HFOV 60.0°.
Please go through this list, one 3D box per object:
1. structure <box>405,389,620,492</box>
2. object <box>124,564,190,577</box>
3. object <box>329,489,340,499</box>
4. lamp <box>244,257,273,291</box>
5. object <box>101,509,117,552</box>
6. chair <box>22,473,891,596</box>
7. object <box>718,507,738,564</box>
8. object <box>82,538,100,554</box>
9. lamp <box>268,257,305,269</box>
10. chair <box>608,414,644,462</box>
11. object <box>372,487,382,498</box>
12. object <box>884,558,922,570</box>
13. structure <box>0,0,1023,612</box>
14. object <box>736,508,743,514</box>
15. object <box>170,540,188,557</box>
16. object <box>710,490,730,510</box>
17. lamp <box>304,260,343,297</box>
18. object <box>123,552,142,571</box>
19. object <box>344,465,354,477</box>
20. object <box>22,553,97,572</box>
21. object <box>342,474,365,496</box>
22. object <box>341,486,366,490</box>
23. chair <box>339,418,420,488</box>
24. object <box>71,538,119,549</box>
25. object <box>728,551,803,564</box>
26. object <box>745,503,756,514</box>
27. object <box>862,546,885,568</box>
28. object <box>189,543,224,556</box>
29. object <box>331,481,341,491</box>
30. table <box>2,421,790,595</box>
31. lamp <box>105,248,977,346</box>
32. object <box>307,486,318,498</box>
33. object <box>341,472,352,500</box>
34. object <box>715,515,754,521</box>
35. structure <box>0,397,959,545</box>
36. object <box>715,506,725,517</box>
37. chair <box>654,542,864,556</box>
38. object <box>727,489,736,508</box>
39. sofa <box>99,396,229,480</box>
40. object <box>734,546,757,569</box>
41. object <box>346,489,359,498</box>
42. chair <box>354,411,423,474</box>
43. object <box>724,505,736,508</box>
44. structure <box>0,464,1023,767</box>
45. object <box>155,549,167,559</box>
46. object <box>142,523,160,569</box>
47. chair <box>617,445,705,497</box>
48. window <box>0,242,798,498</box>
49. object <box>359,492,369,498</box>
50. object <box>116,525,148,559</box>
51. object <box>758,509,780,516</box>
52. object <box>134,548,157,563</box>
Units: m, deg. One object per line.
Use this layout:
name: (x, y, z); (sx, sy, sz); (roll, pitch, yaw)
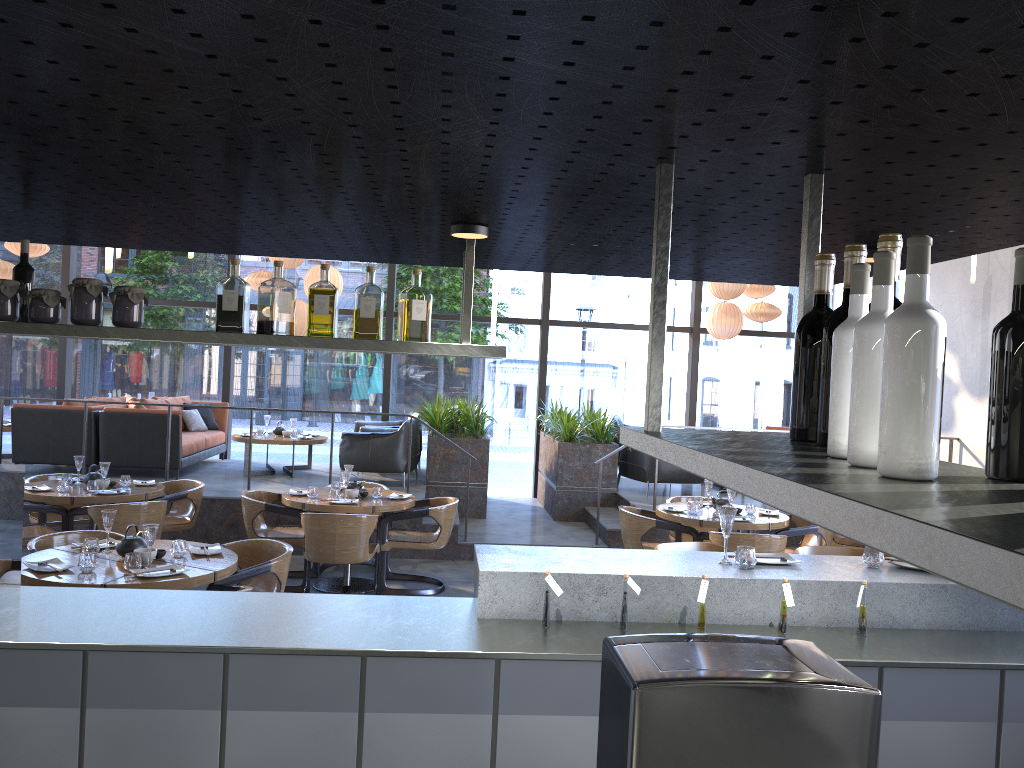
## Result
structure: (-3.984, 0.778, 5.998); (4.306, 1.608, 15.715); (3, 1, 34)
object: (-1.784, 0.941, 4.426); (0.170, 0.025, 0.294); (3, 1, 43)
object: (-1.426, 0.891, 7.128); (0.086, 0.086, 0.086); (3, 1, 20)
lamp: (-2.852, -2.200, 10.377); (0.467, 2.271, 0.467); (2, 1, -42)
object: (-2.231, 0.812, 4.898); (0.082, 0.227, 0.082); (3, 1, -11)
chair: (-0.335, 1.373, 6.218); (9.749, 0.759, 4.352); (3, 1, -3)
object: (0.890, 0.630, 3.684); (0.082, 0.227, 0.082); (3, 1, 30)
object: (-2.281, 0.882, 4.804); (0.086, 0.086, 0.086); (3, 1, 33)
lamp: (-2.598, -2.537, 10.404); (0.465, 2.374, 0.465); (3, 1, 18)
chair: (1.646, 0.785, 11.498); (0.833, 0.743, 1.030); (3, 1, 10)
object: (-1.120, 0.902, 7.357); (0.086, 0.086, 0.086); (3, 1, 43)
object: (1.715, 0.770, 3.780); (0.294, 0.025, 0.170); (3, 1, 33)
structure: (-2.643, -1.183, 1.236); (8.600, 2.382, 4.958); (3, 1, -5)
object: (1.895, 1.066, 7.441); (0.080, 0.042, 0.080); (2, 1, -41)
object: (-1.827, 0.903, 4.861); (0.086, 0.086, 0.086); (2, 1, -41)
object: (1.782, 0.991, 7.523); (0.168, 0.179, 0.163); (3, 1, 33)
lamp: (-0.903, -2.418, 7.695); (0.468, 3.124, 6.999); (2, 1, -24)
object: (-1.920, 0.903, 4.491); (0.086, 0.086, 0.086); (2, 1, -19)
object: (-1.410, 0.814, 7.642); (0.082, 0.227, 0.082); (3, 1, 28)
object: (-2.266, 0.887, 4.454); (0.335, 0.086, 0.253); (3, 1, 43)
object: (-1.339, 0.844, 7.437); (0.163, 0.179, 0.168); (2, 1, -41)
object: (-1.439, 0.912, 7.776); (0.294, 0.025, 0.170); (2, 1, -20)
chair: (-1.466, 0.735, 10.007); (0.833, 0.743, 1.030); (3, 1, 2)
object: (-2.337, 0.908, 4.987); (0.170, 0.025, 0.294); (3, 1, 31)
object: (1.056, 0.739, 3.748); (0.294, 0.025, 0.170); (3, 1, -7)
object: (2.001, 1.049, 7.440); (0.086, 0.086, 0.086); (3, 1, -2)
object: (1.530, 0.730, 3.753); (0.086, 0.086, 0.086); (2, 1, -29)
object: (-1.717, 0.937, 4.981); (0.170, 0.025, 0.294); (2, 1, -24)
object: (-1.509, 0.880, 7.599); (0.086, 0.086, 0.086); (2, 1, -18)
table: (-1.141, 1.210, 7.709); (10.659, 0.968, 6.876); (3, 1, -4)
lamp: (0.407, -5.284, 3.556); (8.975, 10.231, 8.774); (3, 1, -6)
object: (-1.622, 0.880, 7.208); (0.086, 0.086, 0.086); (3, 1, 21)
object: (-1.338, 0.824, 7.138); (0.082, 0.227, 0.082); (2, 1, -35)
object: (1.760, 1.073, 7.075); (0.294, 0.025, 0.170); (3, 1, -8)
structure: (-0.840, -0.426, 4.094); (11.718, 4.117, 9.054); (3, 1, -5)
object: (1.696, 1.038, 7.211); (0.086, 0.086, 0.086); (3, 1, 20)
chair: (3.047, 1.439, 2.540); (2.787, 1.047, 5.395); (2, 1, -28)
object: (1.784, 0.971, 7.221); (0.082, 0.227, 0.082); (2, 1, -35)
sofa: (-3.996, 0.576, 10.384); (0.864, 0.811, 2.226); (3, 1, -5)
object: (0.946, 0.705, 3.593); (0.086, 0.086, 0.086); (3, 1, -5)
object: (-1.317, 0.905, 7.294); (0.116, 0.065, 0.116); (2, 1, -43)
chair: (-1.566, 0.714, 11.186); (0.833, 0.743, 1.030); (2, 1, -19)
object: (1.805, 1.051, 7.377); (0.116, 0.065, 0.116); (2, 1, -26)
structure: (-0.776, 1.097, 1.334); (8.945, 1.400, 4.889); (3, 1, -5)
object: (-1.910, 0.922, 4.795); (0.080, 0.042, 0.080); (2, 1, -20)
object: (-1.858, 0.834, 4.551); (0.082, 0.227, 0.082); (3, 1, 16)
chair: (1.722, 0.882, 10.276); (0.833, 0.743, 1.030); (2, 1, -19)
window: (-1.111, -1.226, 5.445); (12.739, 5.897, 12.900); (3, 1, -5)
object: (-1.227, 0.919, 7.358); (0.080, 0.042, 0.080); (3, 1, 19)
object: (-2.049, 0.846, 4.785); (0.163, 0.179, 0.168); (2, 1, -39)
object: (2.161, 1.087, 7.464); (0.170, 0.025, 0.294); (3, 1, 15)
object: (-1.939, 0.910, 4.689); (0.116, 0.065, 0.116); (2, 1, -20)
